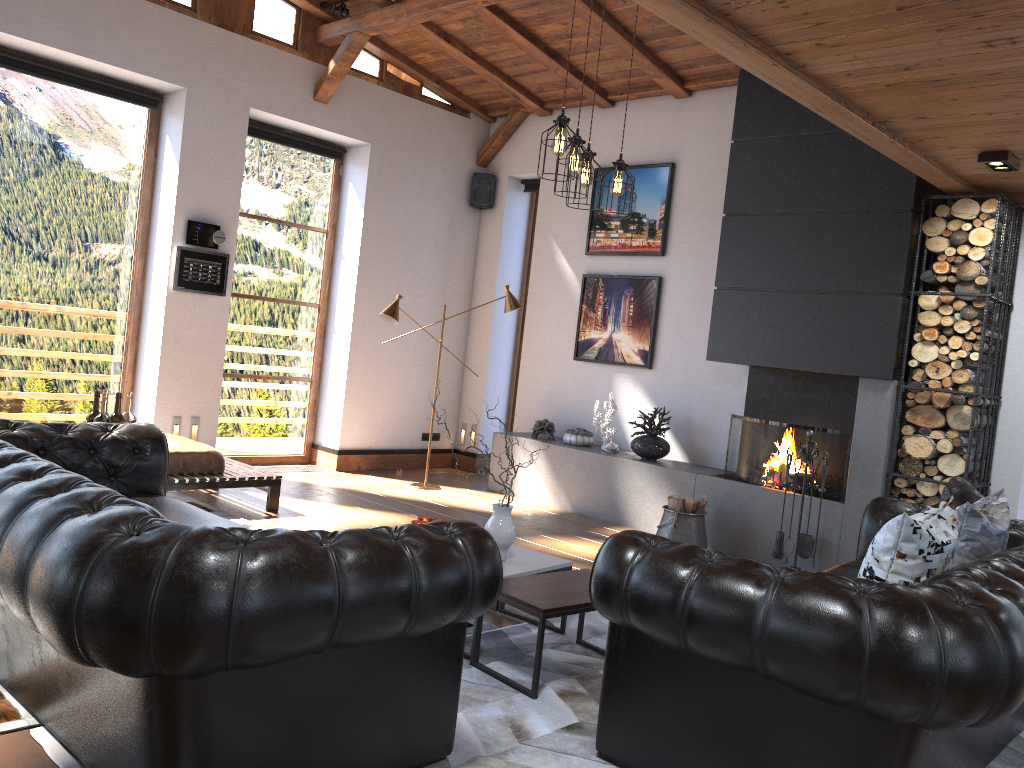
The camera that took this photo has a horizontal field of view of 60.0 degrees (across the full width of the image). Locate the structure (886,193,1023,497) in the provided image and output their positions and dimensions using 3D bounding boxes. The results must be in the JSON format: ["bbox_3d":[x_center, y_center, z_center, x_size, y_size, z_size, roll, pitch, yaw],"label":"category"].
[{"bbox_3d":[2.876,0.110,5.834,0.496,2.616,0.518,8,2,43],"label":"structure"}]

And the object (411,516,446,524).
[{"bbox_3d":[-0.379,0.724,4.376,0.247,0.081,0.301,6,2,-8],"label":"object"}]

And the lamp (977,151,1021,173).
[{"bbox_3d":[2.704,-1.239,4.918,0.153,0.068,0.264,8,3,43],"label":"lamp"}]

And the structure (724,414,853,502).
[{"bbox_3d":[1.960,0.535,6.476,0.972,0.514,0.185,8,3,43],"label":"structure"}]

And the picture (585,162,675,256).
[{"bbox_3d":[1.051,-1.569,8.025,0.870,0.816,0.036,8,2,43],"label":"picture"}]

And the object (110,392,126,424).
[{"bbox_3d":[-2.023,0.185,4.529,0.087,0.286,0.088,7,2,21],"label":"object"}]

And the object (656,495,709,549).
[{"bbox_3d":[1.248,1.010,6.461,0.387,0.431,0.381,6,2,-21],"label":"object"}]

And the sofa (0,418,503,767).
[{"bbox_3d":[-1.350,0.647,3.141,2.538,0.838,1.254,8,3,43],"label":"sofa"}]

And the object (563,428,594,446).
[{"bbox_3d":[0.595,0.470,7.947,0.262,0.160,0.278,4,3,-44],"label":"object"}]

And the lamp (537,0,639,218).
[{"bbox_3d":[0.473,-2.034,4.618,0.259,2.201,0.811,7,2,34],"label":"lamp"}]

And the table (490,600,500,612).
[{"bbox_3d":[-0.415,0.938,4.369,0.396,0.350,0.658,8,3,43],"label":"table"}]

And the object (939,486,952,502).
[{"bbox_3d":[2.627,1.018,5.566,0.265,0.794,0.266,7,2,26],"label":"object"}]

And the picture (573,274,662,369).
[{"bbox_3d":[0.943,-0.581,8.050,0.870,0.816,0.036,8,2,43],"label":"picture"}]

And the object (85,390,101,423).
[{"bbox_3d":[-2.118,0.175,4.505,0.088,0.286,0.087,6,2,-7],"label":"object"}]

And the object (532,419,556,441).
[{"bbox_3d":[0.300,0.415,8.200,0.226,0.182,0.405,6,2,-3],"label":"object"}]

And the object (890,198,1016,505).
[{"bbox_3d":[2.877,0.116,5.846,0.488,2.611,0.472,8,2,43],"label":"object"}]

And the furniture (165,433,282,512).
[{"bbox_3d":[-3.004,0.560,5.664,1.162,0.436,2.791,8,3,43],"label":"furniture"}]

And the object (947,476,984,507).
[{"bbox_3d":[2.432,0.658,4.702,0.249,0.319,0.149,6,2,-6],"label":"object"}]

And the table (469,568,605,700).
[{"bbox_3d":[0.216,1.033,3.757,0.657,0.350,0.396,4,3,-42],"label":"table"}]

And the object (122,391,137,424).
[{"bbox_3d":[-2.005,0.182,4.626,0.088,0.286,0.087,5,2,-37],"label":"object"}]

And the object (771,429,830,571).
[{"bbox_3d":[1.947,0.810,5.949,0.308,1.017,0.307,6,2,-1],"label":"object"}]

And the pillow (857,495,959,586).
[{"bbox_3d":[1.438,0.640,3.224,0.534,0.469,0.280,4,3,-44],"label":"pillow"}]

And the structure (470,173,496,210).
[{"bbox_3d":[-0.302,-2.003,9.214,0.211,0.349,0.216,8,2,43],"label":"structure"}]

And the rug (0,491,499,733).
[{"bbox_3d":[-2.238,0.881,4.646,3.766,0.053,2.460,9,3,44],"label":"rug"}]

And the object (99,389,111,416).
[{"bbox_3d":[-2.119,0.171,4.598,0.088,0.286,0.087,5,2,-34],"label":"object"}]

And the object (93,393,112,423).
[{"bbox_3d":[-2.047,0.186,4.433,0.087,0.286,0.088,7,2,20],"label":"object"}]

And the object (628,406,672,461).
[{"bbox_3d":[1.166,0.403,7.385,0.336,0.455,0.339,6,2,-21],"label":"object"}]

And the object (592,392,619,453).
[{"bbox_3d":[0.813,0.326,7.631,0.258,0.532,0.429,7,2,12],"label":"object"}]

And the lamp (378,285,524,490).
[{"bbox_3d":[-0.652,-0.004,7.907,1.334,1.898,0.523,5,2,-26],"label":"lamp"}]

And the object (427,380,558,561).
[{"bbox_3d":[-0.068,0.405,4.085,0.626,0.808,0.402,5,2,-36],"label":"object"}]

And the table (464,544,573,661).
[{"bbox_3d":[-0.085,0.986,4.091,0.396,0.350,0.657,8,3,38],"label":"table"}]

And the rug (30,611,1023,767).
[{"bbox_3d":[0.759,1.267,3.343,2.405,0.053,4.090,9,3,44],"label":"rug"}]

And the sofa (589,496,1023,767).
[{"bbox_3d":[1.505,0.952,3.411,1.226,0.838,2.595,8,3,43],"label":"sofa"}]

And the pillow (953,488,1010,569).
[{"bbox_3d":[1.908,0.671,3.725,0.534,0.469,0.280,4,3,-44],"label":"pillow"}]
